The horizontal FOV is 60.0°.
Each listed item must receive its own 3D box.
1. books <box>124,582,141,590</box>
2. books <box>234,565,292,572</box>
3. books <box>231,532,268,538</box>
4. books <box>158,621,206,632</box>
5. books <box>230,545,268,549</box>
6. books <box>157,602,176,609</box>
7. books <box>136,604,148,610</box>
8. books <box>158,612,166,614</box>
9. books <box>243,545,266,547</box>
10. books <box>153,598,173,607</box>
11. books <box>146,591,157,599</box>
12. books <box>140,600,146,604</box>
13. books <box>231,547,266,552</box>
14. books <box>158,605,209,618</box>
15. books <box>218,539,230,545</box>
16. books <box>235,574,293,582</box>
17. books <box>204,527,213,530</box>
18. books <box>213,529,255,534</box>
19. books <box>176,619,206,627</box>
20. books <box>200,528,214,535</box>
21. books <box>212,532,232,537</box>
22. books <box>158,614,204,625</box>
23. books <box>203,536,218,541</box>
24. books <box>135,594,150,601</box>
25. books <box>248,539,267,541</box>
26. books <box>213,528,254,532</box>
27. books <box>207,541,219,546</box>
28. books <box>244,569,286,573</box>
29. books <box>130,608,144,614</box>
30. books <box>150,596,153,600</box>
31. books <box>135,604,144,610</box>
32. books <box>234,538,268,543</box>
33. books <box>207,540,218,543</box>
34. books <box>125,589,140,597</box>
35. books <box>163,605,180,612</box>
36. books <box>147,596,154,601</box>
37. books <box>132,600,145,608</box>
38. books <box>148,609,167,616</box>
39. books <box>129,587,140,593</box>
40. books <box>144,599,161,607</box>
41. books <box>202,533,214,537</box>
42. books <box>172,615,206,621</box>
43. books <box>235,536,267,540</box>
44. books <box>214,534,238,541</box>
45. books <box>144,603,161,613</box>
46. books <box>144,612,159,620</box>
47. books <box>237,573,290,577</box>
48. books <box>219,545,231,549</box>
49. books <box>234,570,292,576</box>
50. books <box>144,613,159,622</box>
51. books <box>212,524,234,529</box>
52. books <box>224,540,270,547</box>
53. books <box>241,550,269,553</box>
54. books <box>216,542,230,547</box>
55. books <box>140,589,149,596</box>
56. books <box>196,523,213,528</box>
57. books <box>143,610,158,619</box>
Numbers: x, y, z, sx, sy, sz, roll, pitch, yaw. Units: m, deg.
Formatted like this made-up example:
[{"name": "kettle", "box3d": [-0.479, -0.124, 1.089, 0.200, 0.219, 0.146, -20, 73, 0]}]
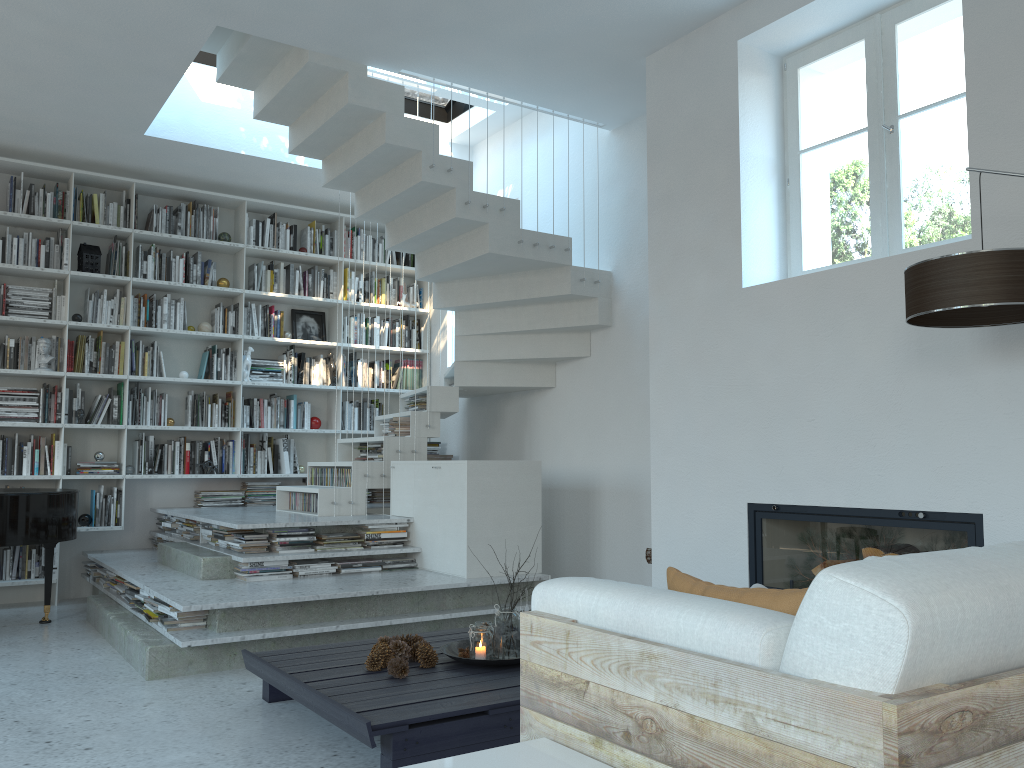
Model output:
[{"name": "books", "box3d": [-2.146, 1.173, 5.186, 0.170, 0.014, 0.281, 4, -6, -36]}, {"name": "books", "box3d": [-1.416, 1.043, 5.044, 0.292, 0.012, 0.159, 3, -6, -30]}, {"name": "books", "box3d": [-1.548, 0.891, 5.234, 0.149, 0.014, 0.228, 4, -6, -35]}, {"name": "books", "box3d": [-1.646, 1.200, 4.419, 0.184, 0.017, 0.230, 3, -6, -31]}, {"name": "books", "box3d": [-1.551, 0.955, 5.228, 0.152, 0.015, 0.208, 4, -6, -36]}, {"name": "books", "box3d": [-1.647, 1.094, 4.427, 0.176, 0.010, 0.266, 4, -7, -37]}, {"name": "books", "box3d": [-1.977, 1.223, 4.926, 0.180, 0.008, 0.267, 4, -6, -34]}, {"name": "books", "box3d": [-1.798, 1.189, 4.685, 0.154, 0.014, 0.197, 3, -6, -33]}, {"name": "books", "box3d": [-1.545, 0.946, 5.232, 0.134, 0.006, 0.227, 3, -6, -29]}, {"name": "books", "box3d": [-1.653, 1.082, 4.424, 0.192, 0.014, 0.256, 4, -7, -37]}, {"name": "books", "box3d": [-1.816, 1.103, 4.681, 0.182, 0.016, 0.257, 3, -6, -30]}, {"name": "books", "box3d": [-1.977, 1.193, 4.929, 0.171, 0.007, 0.260, 3, -6, -30]}, {"name": "books", "box3d": [-1.556, 0.969, 5.223, 0.161, 0.014, 0.212, 3, -6, -29]}, {"name": "books", "box3d": [-1.642, 1.128, 4.428, 0.156, 0.027, 0.287, 4, -7, -38]}, {"name": "books", "box3d": [-1.705, 0.967, 5.458, 0.155, 0.028, 0.189, 3, -6, -32]}, {"name": "books", "box3d": [-1.407, 1.090, 5.026, 0.262, 0.023, 0.200, 4, -6, -35]}, {"name": "books", "box3d": [-1.875, 0.926, 5.716, 0.145, 0.017, 0.208, 4, -7, -38]}, {"name": "books", "box3d": [-1.714, 0.905, 5.456, 0.168, 0.013, 0.281, 4, -6, -36]}, {"name": "books", "box3d": [-1.621, 1.186, 4.437, 0.132, 0.014, 0.205, 3, -6, -33]}, {"name": "books", "box3d": [-1.883, 0.948, 5.709, 0.174, 0.029, 0.250, 4, -6, -35]}, {"name": "books", "box3d": [-1.716, 0.922, 5.454, 0.187, 0.009, 0.250, 3, -6, -33]}, {"name": "books", "box3d": [-1.651, 1.168, 4.418, 0.187, 0.017, 0.206, 3, -6, -28]}, {"name": "books", "box3d": [-1.878, 0.990, 5.709, 0.167, 0.024, 0.192, 3, -6, -32]}, {"name": "books", "box3d": [-1.979, 1.181, 4.928, 0.180, 0.017, 0.183, 4, -6, -36]}, {"name": "books", "box3d": [-1.523, 0.913, 5.249, 0.091, 0.011, 0.190, 4, -6, -35]}, {"name": "books", "box3d": [-1.714, 0.895, 5.458, 0.171, 0.007, 0.260, 4, -6, -35]}, {"name": "books", "box3d": [-1.871, 1.023, 5.711, 0.132, 0.016, 0.262, 3, -6, -28]}, {"name": "books", "box3d": [-1.414, 1.055, 5.040, 0.210, 0.012, 0.168, 3, -6, -29]}, {"name": "books", "box3d": [-1.987, 1.251, 4.918, 0.193, 0.005, 0.225, 4, -7, -37]}, {"name": "books", "box3d": [-1.815, 1.115, 4.680, 0.178, 0.010, 0.196, 3, -6, -28]}, {"name": "books", "box3d": [-1.974, 1.239, 4.928, 0.171, 0.005, 0.297, 4, -6, -34]}, {"name": "books", "box3d": [-1.542, 0.923, 5.236, 0.137, 0.012, 0.242, 3, -6, -32]}, {"name": "books", "box3d": [-1.864, 1.009, 5.717, 0.136, 0.013, 0.258, 3, -6, -33]}, {"name": "books", "box3d": [-2.144, 1.218, 5.184, 0.160, 0.025, 0.244, 4, -7, -38]}, {"name": "books", "box3d": [-1.642, 1.107, 4.430, 0.165, 0.015, 0.243, 3, -6, -29]}, {"name": "books", "box3d": [-1.807, 1.132, 4.684, 0.175, 0.006, 0.251, 3, -6, -33]}, {"name": "books", "box3d": [-1.982, 1.213, 4.924, 0.189, 0.013, 0.215, 4, -6, -35]}, {"name": "books", "box3d": [-1.805, 1.198, 4.680, 0.170, 0.006, 0.268, 3, -6, -33]}, {"name": "books", "box3d": [-2.135, 1.197, 5.192, 0.142, 0.017, 0.239, 4, -7, -37]}, {"name": "books", "box3d": [-1.814, 1.150, 4.678, 0.168, 0.013, 0.281, 4, -7, -38]}, {"name": "books", "box3d": [-1.888, 0.970, 5.704, 0.178, 0.015, 0.187, 3, -6, -28]}, {"name": "books", "box3d": [-1.625, 1.152, 4.437, 0.137, 0.019, 0.224, 3, -6, -32]}, {"name": "books", "box3d": [-1.545, 0.902, 5.235, 0.132, 0.009, 0.269, 3, -6, -29]}, {"name": "books", "box3d": [-1.712, 0.939, 5.455, 0.177, 0.026, 0.230, 3, -6, -33]}, {"name": "books", "box3d": [-1.815, 1.174, 4.675, 0.191, 0.015, 0.246, 3, -6, -32]}, {"name": "books", "box3d": [-1.812, 1.211, 4.674, 0.178, 0.009, 0.277, 4, -6, -35]}, {"name": "books", "box3d": [-1.418, 1.077, 5.044, 0.264, 0.006, 0.164, 3, -6, -32]}, {"name": "books", "box3d": [-1.706, 0.998, 5.455, 0.142, 0.020, 0.231, 3, -6, -28]}, {"name": "books", "box3d": [-1.418, 1.070, 5.044, 0.285, 0.008, 0.159, 4, -6, -35]}, {"name": "books", "box3d": [-1.821, 1.223, 4.668, 0.191, 0.016, 0.209, 3, -6, -28]}, {"name": "books", "box3d": [-1.725, 0.872, 5.452, 0.189, 0.022, 0.238, 3, -6, -28]}, {"name": "books", "box3d": [-1.562, 0.935, 5.222, 0.185, 0.014, 0.297, 4, -6, -34]}, {"name": "books", "box3d": [-1.543, 0.981, 5.231, 0.144, 0.009, 0.250, 3, -6, -33]}, {"name": "books", "box3d": [-1.709, 0.984, 5.454, 0.154, 0.007, 0.293, 3, -6, -30]}, {"name": "books", "box3d": [-1.967, 1.160, 4.938, 0.141, 0.028, 0.223, 4, -7, -38]}, {"name": "books", "box3d": [-1.894, 0.909, 5.704, 0.192, 0.014, 0.256, 4, -7, -37]}, {"name": "books", "box3d": [-1.818, 1.204, 4.671, 0.191, 0.006, 0.275, 3, -6, -31]}]
